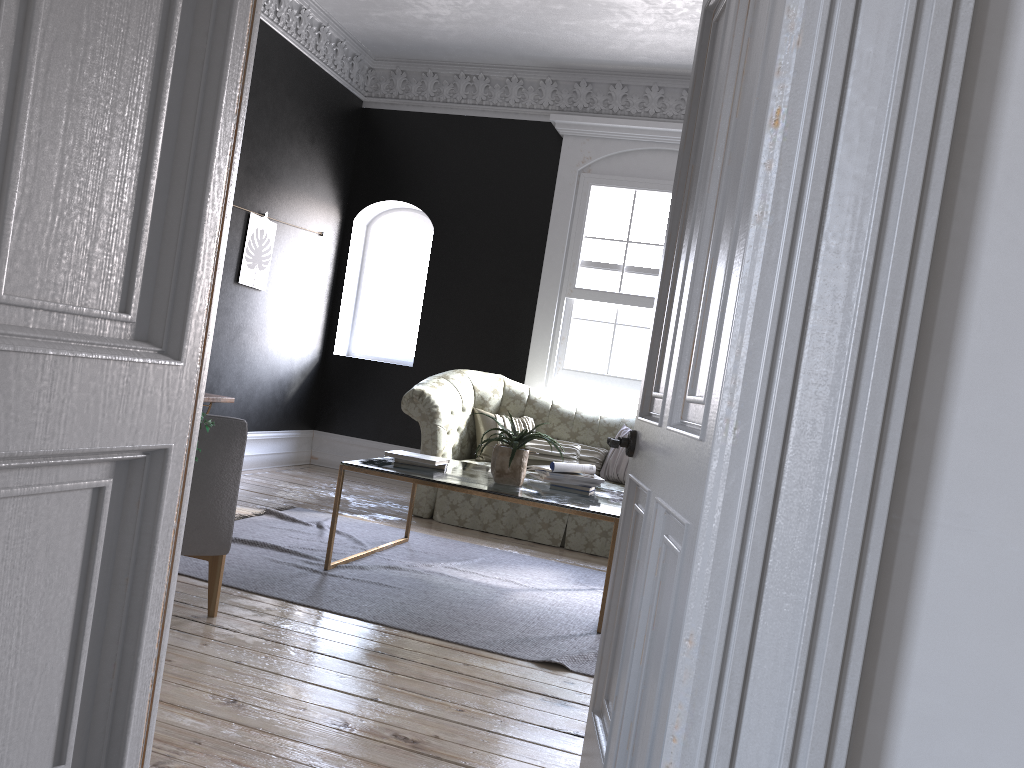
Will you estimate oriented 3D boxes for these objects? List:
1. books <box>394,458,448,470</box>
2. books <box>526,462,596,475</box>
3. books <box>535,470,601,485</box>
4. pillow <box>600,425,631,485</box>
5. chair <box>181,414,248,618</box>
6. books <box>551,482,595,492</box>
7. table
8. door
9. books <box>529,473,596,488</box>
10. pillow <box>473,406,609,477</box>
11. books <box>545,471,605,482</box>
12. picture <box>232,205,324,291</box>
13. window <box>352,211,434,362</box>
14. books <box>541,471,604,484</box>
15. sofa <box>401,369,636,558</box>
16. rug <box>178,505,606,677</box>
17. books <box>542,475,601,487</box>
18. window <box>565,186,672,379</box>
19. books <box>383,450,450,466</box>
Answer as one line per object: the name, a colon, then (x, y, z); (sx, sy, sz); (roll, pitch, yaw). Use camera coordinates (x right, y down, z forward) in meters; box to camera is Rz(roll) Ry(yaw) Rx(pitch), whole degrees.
books: (-0.506, 0.435, 4.951); (0.289, 0.030, 0.193); (9, 0, -1)
books: (0.264, 0.483, 5.014); (0.322, 0.109, 0.272); (9, 1, -40)
books: (0.314, 0.526, 5.017); (0.318, 0.011, 0.252); (9, 0, -13)
pillow: (1.146, 0.598, 6.741); (0.963, 0.462, 0.405); (9, 1, 23)
chair: (-1.609, 0.422, 3.604); (0.771, 0.863, 0.817); (8, 1, -34)
books: (0.345, 0.570, 5.005); (0.231, 0.023, 0.162); (9, 0, 16)
table: (-0.084, 0.800, 4.851); (1.447, 0.558, 1.093); (9, 1, 15)
door: (0.386, -0.024, 2.079); (0.216, 2.375, 1.097); (9, 1, 3)
books: (0.283, 0.543, 5.017); (0.319, 0.011, 0.252); (9, 0, -18)
pillow: (0.185, 0.466, 6.983); (1.104, 0.416, 0.529); (9, 1, 15)
books: (0.340, 0.509, 5.001); (0.318, 0.011, 0.252); (9, 0, -8)
picture: (-2.380, -1.089, 5.995); (0.057, 0.771, 4.459); (9, 1, 15)
window: (-1.115, -0.971, 8.762); (0.739, 1.457, 0.112); (9, 2, 15)
books: (0.331, 0.518, 5.005); (0.318, 0.011, 0.252); (9, 0, -13)
sofa: (0.649, 0.629, 6.926); (2.810, 1.161, 1.607); (9, 1, 16)
rug: (-0.121, 1.065, 4.700); (3.641, 0.050, 2.107); (9, 0, 16)
books: (0.328, 0.539, 5.015); (0.318, 0.011, 0.252); (9, 0, -3)
window: (1.164, -0.851, 7.712); (1.262, 1.672, 0.056); (9, 2, 15)
books: (-0.523, 0.406, 4.888); (0.307, 0.024, 0.220); (9, 0, 15)
